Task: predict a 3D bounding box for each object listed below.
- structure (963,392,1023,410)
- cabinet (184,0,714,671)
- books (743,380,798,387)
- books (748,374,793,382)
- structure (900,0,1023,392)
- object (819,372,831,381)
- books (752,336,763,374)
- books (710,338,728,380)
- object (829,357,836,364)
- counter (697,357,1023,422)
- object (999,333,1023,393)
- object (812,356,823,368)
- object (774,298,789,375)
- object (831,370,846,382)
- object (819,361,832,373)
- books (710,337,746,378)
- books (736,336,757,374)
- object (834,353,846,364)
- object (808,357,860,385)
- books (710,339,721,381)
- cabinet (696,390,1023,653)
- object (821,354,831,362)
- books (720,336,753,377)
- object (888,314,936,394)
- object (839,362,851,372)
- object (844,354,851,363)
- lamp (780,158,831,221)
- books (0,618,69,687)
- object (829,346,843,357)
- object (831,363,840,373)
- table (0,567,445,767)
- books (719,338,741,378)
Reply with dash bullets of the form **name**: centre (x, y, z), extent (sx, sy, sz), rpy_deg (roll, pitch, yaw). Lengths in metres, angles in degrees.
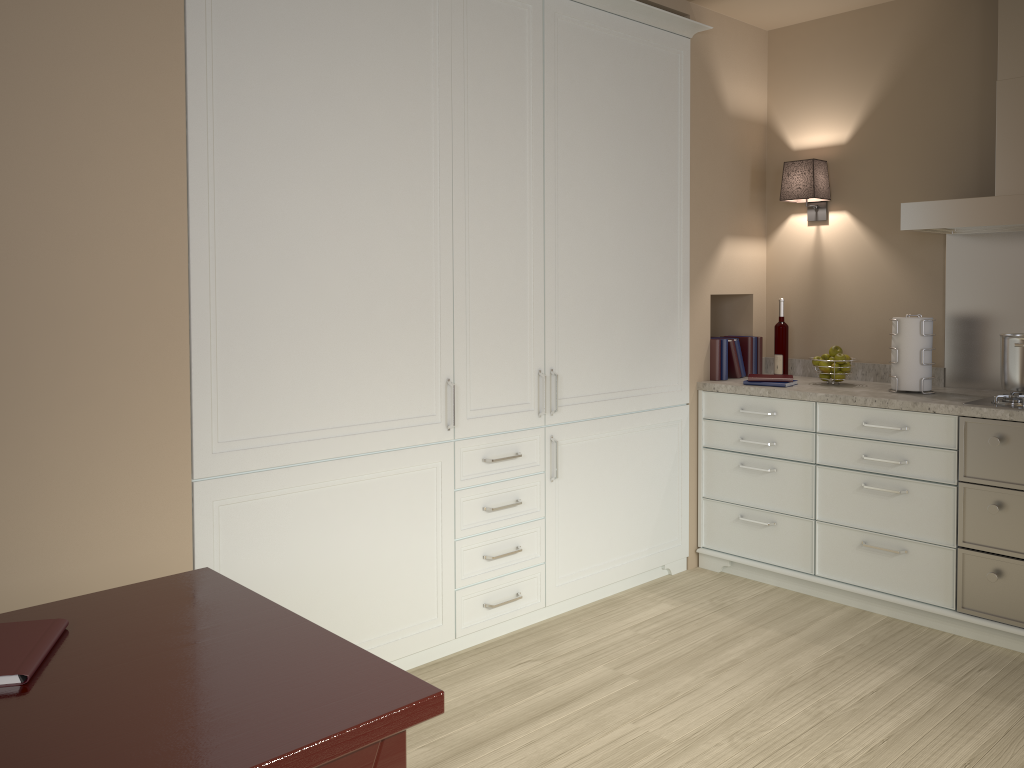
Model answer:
- **structure**: centre (2.078, 0.082, 2.851), extent (0.399, 0.031, 1.051), rpy_deg (-6, 8, -43)
- **cabinet**: centre (-0.199, -0.289, 3.236), extent (2.348, 2.333, 0.613), rpy_deg (-4, 4, -43)
- **books**: centre (1.101, -0.006, 3.759), extent (0.183, 0.017, 0.165), rpy_deg (4, 8, 37)
- **books**: centre (1.104, -0.025, 3.775), extent (0.183, 0.017, 0.165), rpy_deg (2, 6, 17)
- **structure**: centre (2.151, -0.724, 2.899), extent (0.448, 1.674, 1.562), rpy_deg (-2, 4, -43)
- **object**: centre (1.335, -0.035, 3.771), extent (0.048, 0.048, 0.048), rpy_deg (-3, 5, -32)
- **books**: centre (1.107, -0.134, 4.177), extent (0.032, 0.182, 0.165), rpy_deg (-2, 4, -43)
- **books**: centre (0.899, -0.114, 3.986), extent (0.032, 0.182, 0.165), rpy_deg (-2, 4, -43)
- **object**: centre (1.358, -0.097, 3.735), extent (0.040, 0.038, 0.040), rpy_deg (1, 4, 18)
- **counter**: centre (2.119, 0.071, 2.891), extent (0.580, 0.113, 3.854), rpy_deg (-6, 8, -43)
- **object**: centre (1.883, -0.076, 3.214), extent (0.201, 0.206, 0.202), rpy_deg (0, 4, 4)
- **object**: centre (1.304, -0.094, 3.770), extent (0.047, 0.048, 0.047), rpy_deg (0, 4, 9)
- **object**: centre (1.215, -0.205, 3.990), extent (0.062, 0.365, 0.062), rpy_deg (-1, 2, -17)
- **object**: centre (1.377, -0.037, 3.733), extent (0.061, 0.056, 0.060), rpy_deg (0, 4, 2)
- **object**: centre (1.324, -0.073, 3.732), extent (0.058, 0.058, 0.058), rpy_deg (1, 4, 14)
- **books**: centre (0.987, -0.124, 4.078), extent (0.092, 0.181, 0.165), rpy_deg (-3, 5, -43)
- **books**: centre (1.077, -0.134, 4.162), extent (0.032, 0.182, 0.165), rpy_deg (-2, 4, -43)
- **object**: centre (1.373, -0.105, 3.698), extent (0.047, 0.045, 0.047), rpy_deg (-4, 6, -42)
- **object**: centre (1.367, -0.054, 3.760), extent (0.206, 0.109, 0.207), rpy_deg (0, 5, 2)
- **books**: centre (0.864, -0.112, 3.975), extent (0.032, 0.182, 0.165), rpy_deg (-2, 4, -43)
- **cabinet**: centre (2.124, 0.510, 2.919), extent (0.644, 0.791, 3.214), rpy_deg (-4, 7, -43)
- **object**: centre (1.344, -0.108, 3.784), extent (0.040, 0.043, 0.044), rpy_deg (-2, 5, -28)
- **books**: centre (1.051, -0.130, 4.142), extent (0.032, 0.182, 0.165), rpy_deg (-2, 4, -43)
- **object**: centre (1.572, -0.122, 3.472), extent (0.169, 0.303, 0.163), rpy_deg (2, 3, 31)
- **object**: centre (1.397, -0.072, 3.709), extent (0.047, 0.045, 0.047), rpy_deg (-4, 5, -39)
- **object**: centre (1.412, -0.099, 3.750), extent (0.050, 0.054, 0.055), rpy_deg (1, 4, 16)
- **lamp**: centre (1.325, -0.866, 3.963), extent (0.192, 0.258, 0.170), rpy_deg (-3, 5, -43)
- **books**: centre (-0.792, 0.403, 1.316), extent (0.194, 0.017, 0.216), rpy_deg (-2, 6, -13)
- **object**: centre (1.376, -0.135, 3.758), extent (0.055, 0.056, 0.055), rpy_deg (-4, 5, -43)
- **object**: centre (1.354, -0.068, 3.702), extent (0.039, 0.040, 0.040), rpy_deg (3, 5, 38)
- **table**: centre (-0.988, 0.798, 0.895), extent (1.763, 0.678, 0.753), rpy_deg (-5, 7, -43)
- **books**: centre (0.963, -0.120, 4.056), extent (0.091, 0.182, 0.166), rpy_deg (-3, 4, -40)
